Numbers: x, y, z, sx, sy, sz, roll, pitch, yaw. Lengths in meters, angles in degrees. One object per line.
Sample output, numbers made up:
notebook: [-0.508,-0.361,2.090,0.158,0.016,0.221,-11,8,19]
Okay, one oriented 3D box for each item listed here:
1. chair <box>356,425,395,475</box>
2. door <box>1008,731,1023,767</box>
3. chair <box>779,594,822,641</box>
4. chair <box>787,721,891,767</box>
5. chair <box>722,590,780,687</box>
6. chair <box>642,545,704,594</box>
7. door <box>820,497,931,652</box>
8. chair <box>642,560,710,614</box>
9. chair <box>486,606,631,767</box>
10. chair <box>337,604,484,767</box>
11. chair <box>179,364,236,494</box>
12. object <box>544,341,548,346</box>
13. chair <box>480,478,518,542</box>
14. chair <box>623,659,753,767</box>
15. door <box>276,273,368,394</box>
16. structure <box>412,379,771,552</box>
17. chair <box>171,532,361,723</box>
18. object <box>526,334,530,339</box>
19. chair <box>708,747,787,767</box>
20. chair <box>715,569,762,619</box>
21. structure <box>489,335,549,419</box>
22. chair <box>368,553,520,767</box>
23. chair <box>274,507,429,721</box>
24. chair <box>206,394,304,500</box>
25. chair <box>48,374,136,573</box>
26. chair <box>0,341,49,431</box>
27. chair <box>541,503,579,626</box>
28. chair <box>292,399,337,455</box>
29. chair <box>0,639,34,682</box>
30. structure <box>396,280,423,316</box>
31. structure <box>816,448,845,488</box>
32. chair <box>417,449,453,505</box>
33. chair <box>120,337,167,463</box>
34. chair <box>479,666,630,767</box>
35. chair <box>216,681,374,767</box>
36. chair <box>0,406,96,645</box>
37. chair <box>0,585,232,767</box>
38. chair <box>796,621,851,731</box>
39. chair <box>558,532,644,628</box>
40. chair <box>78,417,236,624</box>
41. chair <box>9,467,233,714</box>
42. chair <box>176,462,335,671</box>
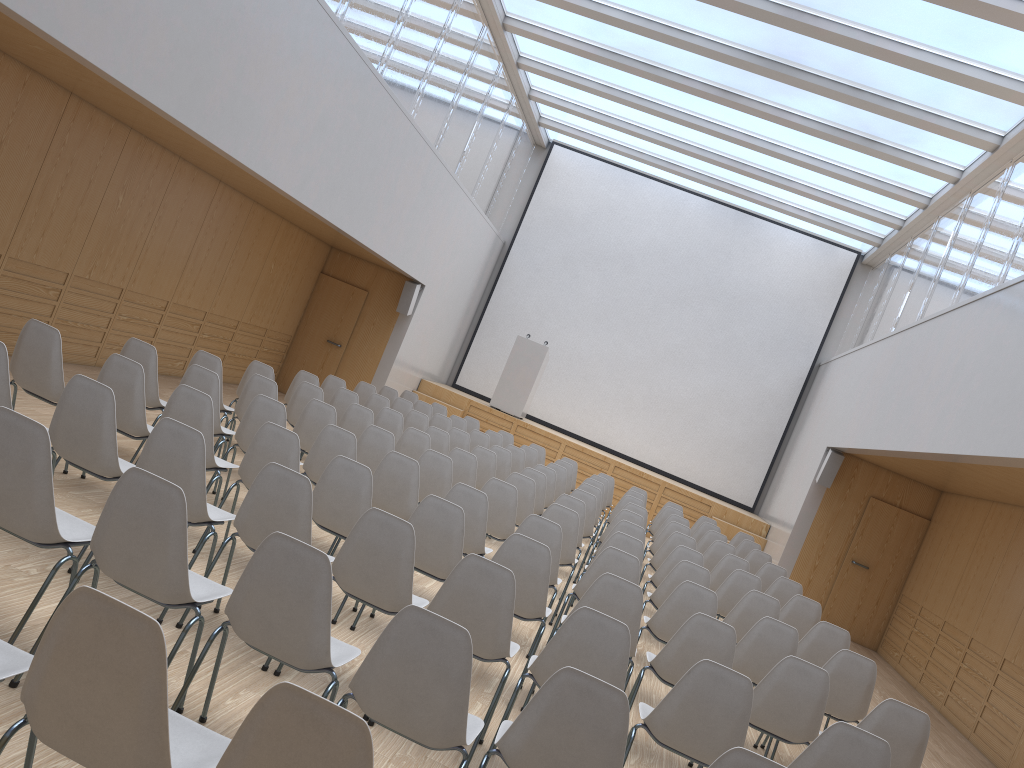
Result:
chair: [-1.141,0.769,7.184,0.478,0.876,0.506,23,0,9]
door: [4.780,2.342,6.717,0.256,2.492,2.702,23,0,10]
chair: [2.350,2.207,7.638,0.478,0.876,0.506,23,0,9]
chair: [1.257,1.779,3.730,0.478,0.876,0.506,23,0,9]
chair: [1.730,1.956,6.726,0.478,0.876,0.506,23,0,9]
chair: [1.383,1.807,7.701,0.478,0.876,0.506,23,0,9]
door: [5.193,2.729,12.718,0.873,2.024,0.108,23,0,9]
chair: [1.236,1.752,6.796,0.478,0.876,0.506,23,0,9]
chair: [0.258,1.366,3.888,0.478,0.876,0.506,23,0,9]
chair: [-0.346,1.123,2.941,0.478,0.876,0.506,23,0,9]
chair: [-2.261,0.311,6.431,0.478,0.876,0.506,23,0,9]
object: [0.573,-0.633,15.942,0.166,0.305,0.252,22,0,-19]
chair: [-0.183,1.165,7.011,0.478,0.876,0.506,23,0,9]
chair: [0.748,1.569,3.841,0.478,0.876,0.506,23,0,9]
door: [-3.086,-0.698,14.210,0.873,2.024,0.108,23,0,9]
structure: [1.259,1.648,15.995,6.550,1.027,2.729,22,0,9]
chair: [-0.808,0.931,3.126,0.478,0.876,0.506,23,0,9]
object: [0.256,-0.764,15.999,0.166,0.305,0.252,22,0,-19]
chair: [0.632,1.527,2.866,0.478,0.876,0.506,23,0,9]
chair: [1.866,2.007,7.697,0.478,0.876,0.506,23,0,9]
structure: [0.164,-0.107,16.042,0.605,1.379,0.605,23,0,9]
chair: [-0.211,1.172,4.014,0.478,0.876,0.506,23,0,9]
chair: [-0.648,0.991,4.121,0.478,0.876,0.506,23,0,9]
chair: [-1.760,0.519,6.281,0.478,0.876,0.506,23,0,9]
chair: [-2.069,0.403,4.377,0.478,0.876,0.506,23,0,9]
chair: [-2.579,0.192,4.400,0.478,0.876,0.506,23,0,9]
chair: [0.285,1.358,6.996,0.478,0.876,0.506,23,0,9]
chair: [-1.626,0.567,7.331,0.478,0.876,0.506,23,0,9]
chair: [-1.472,0.663,2.130,0.478,0.876,0.506,23,0,9]
structure: [-1.613,-1.348,13.893,0.196,0.542,0.368,23,0,10]
structure: [4.578,1.214,12.777,0.196,0.542,0.368,23,0,10]
chair: [-0.685,0.957,7.142,0.478,0.876,0.506,23,0,9]
chair: [-2.721,0.121,6.495,0.478,0.876,0.506,23,0,9]
chair: [0.132,1.320,2.966,0.478,0.876,0.506,23,0,9]
chair: [-0.507,1.061,2.057,0.478,0.876,0.506,23,0,9]
chair: [-1.789,0.525,3.264,0.478,0.876,0.506,23,0,9]
chair: [-0.951,0.878,2.119,0.478,0.876,0.506,23,0,9]
chair: [2.187,2.146,6.584,0.478,0.876,0.506,23,0,9]
chair: [0.755,1.553,6.863,0.478,0.876,0.506,23,0,9]
chair: [-1.597,0.598,4.223,0.478,0.876,0.506,23,0,9]
chair: [-1.304,0.726,3.197,0.478,0.876,0.506,23,0,9]
chair: [-1.113,0.798,4.195,0.478,0.876,0.506,23,0,9]
